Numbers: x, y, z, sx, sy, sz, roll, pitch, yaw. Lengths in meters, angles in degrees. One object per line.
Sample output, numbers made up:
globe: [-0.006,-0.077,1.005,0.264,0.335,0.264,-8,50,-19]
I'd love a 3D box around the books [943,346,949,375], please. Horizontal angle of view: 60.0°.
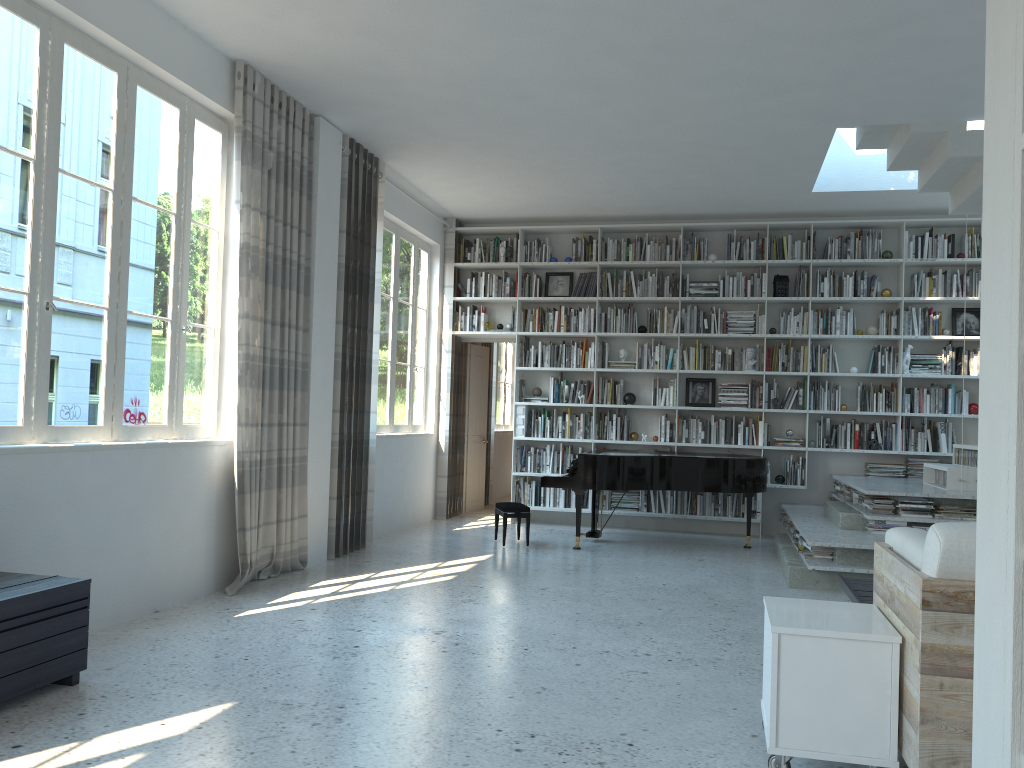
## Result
books: [4.184,-0.217,8.551,0.012,0.285,0.159,2,-2,13]

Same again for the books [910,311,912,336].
books: [3.867,-0.574,8.625,0.011,0.248,0.155,2,-2,13]

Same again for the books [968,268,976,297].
books: [4.401,-0.952,8.496,0.022,0.294,0.181,2,-2,13]

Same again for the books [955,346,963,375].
books: [4.278,-0.213,8.513,0.059,0.282,0.167,1,-2,13]

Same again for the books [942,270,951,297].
books: [4.163,-0.944,8.517,0.032,0.265,0.245,2,-2,13]

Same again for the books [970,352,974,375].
books: [4.395,-0.186,8.508,0.028,0.235,0.129,2,-2,13]

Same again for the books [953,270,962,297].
books: [4.294,-0.948,8.543,0.048,0.283,0.162,2,-2,13]

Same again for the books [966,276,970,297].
books: [4.354,-0.915,8.511,0.031,0.217,0.165,2,-2,13]

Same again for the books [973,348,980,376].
books: [4.437,-0.205,8.467,0.021,0.271,0.191,2,-2,13]

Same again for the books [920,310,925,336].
books: [3.977,-0.581,8.622,0.043,0.269,0.131,2,-2,13]

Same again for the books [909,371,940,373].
books: [3.984,-0.109,8.585,0.254,0.012,0.161,1,-2,9]

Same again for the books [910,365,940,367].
books: [3.987,-0.170,8.584,0.254,0.012,0.161,2,-2,8]

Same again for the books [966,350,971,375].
books: [4.367,-0.195,8.516,0.031,0.250,0.133,2,-2,13]

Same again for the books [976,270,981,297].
books: [4.454,-0.940,8.485,0.036,0.272,0.177,2,-2,13]

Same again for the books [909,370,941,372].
books: [3.984,-0.122,8.583,0.285,0.012,0.159,1,-2,18]

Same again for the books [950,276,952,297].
books: [4.218,-0.919,8.562,0.013,0.221,0.145,2,-2,13]

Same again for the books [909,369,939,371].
books: [3.985,-0.134,8.586,0.254,0.012,0.161,1,-2,17]

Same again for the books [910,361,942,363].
books: [3.991,-0.206,8.589,0.285,0.012,0.159,1,-2,10]

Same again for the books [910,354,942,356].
books: [3.994,-0.278,8.593,0.285,0.012,0.159,1,-2,15]

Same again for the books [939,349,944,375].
books: [4.139,-0.203,8.551,0.012,0.254,0.161,2,-2,13]

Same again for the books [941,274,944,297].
books: [4.147,-0.929,8.574,0.025,0.238,0.143,2,-2,13]

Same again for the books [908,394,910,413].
books: [3.836,0.193,8.605,0.022,0.184,0.162,2,-2,13]

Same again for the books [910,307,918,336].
books: [3.906,-0.594,8.622,0.065,0.289,0.146,1,-2,13]

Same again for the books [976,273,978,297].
books: [4.433,-0.928,8.499,0.011,0.249,0.152,2,-2,13]

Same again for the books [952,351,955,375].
books: [4.220,-0.192,8.522,0.030,0.236,0.179,2,-2,13]

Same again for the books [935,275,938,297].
books: [4.101,-0.929,8.596,0.024,0.236,0.146,2,-2,13]

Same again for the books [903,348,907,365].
books: [3.830,-0.216,8.636,0.028,0.267,0.138,2,-2,13]

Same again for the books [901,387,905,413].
books: [3.802,0.157,8.628,0.012,0.254,0.161,2,-2,13]

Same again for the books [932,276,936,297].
books: [4.071,-0.924,8.589,0.030,0.224,0.158,2,-2,13]

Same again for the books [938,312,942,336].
books: [4.113,-0.567,8.556,0.026,0.243,0.178,2,-2,13]

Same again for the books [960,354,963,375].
books: [4.317,-0.210,8.532,0.010,0.278,0.129,2,-2,13]

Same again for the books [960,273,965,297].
books: [4.318,-0.927,8.512,0.014,0.240,0.189,2,-2,13]

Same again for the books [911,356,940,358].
books: [3.993,-0.254,8.592,0.254,0.012,0.161,1,-2,15]

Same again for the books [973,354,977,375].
books: [4.419,-0.175,8.495,0.025,0.213,0.155,2,-2,13]

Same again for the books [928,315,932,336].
books: [4.026,-0.551,8.572,0.013,0.207,0.189,2,-2,13]

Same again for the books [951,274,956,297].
books: [4.233,-0.924,8.529,0.030,0.230,0.187,2,-2,13]

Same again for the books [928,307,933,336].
books: [4.043,-0.589,8.580,0.014,0.285,0.175,2,-2,13]

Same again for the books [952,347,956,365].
books: [4.245,-0.213,8.534,0.013,0.280,0.131,2,-2,13]

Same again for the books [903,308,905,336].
books: [3.807,-0.593,8.655,0.031,0.284,0.137,2,-2,13]

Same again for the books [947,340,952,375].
books: [4.200,-0.244,8.520,0.010,0.339,0.180,2,-2,13]

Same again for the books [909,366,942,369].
books: [3.988,-0.158,8.591,0.285,0.012,0.159,1,-2,11]

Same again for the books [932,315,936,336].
books: [4.066,-0.552,8.578,0.033,0.213,0.152,2,-2,13]

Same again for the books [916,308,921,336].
books: [3.948,-0.590,8.619,0.012,0.285,0.159,2,-2,13]

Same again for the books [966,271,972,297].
books: [4.382,-0.937,8.514,0.023,0.263,0.156,2,-2,13]

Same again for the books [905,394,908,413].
books: [3.815,0.191,8.612,0.023,0.186,0.159,2,-2,13]

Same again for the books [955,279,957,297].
books: [4.270,-0.905,8.567,0.027,0.196,0.130,2,-2,13]

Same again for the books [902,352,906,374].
books: [3.796,-0.195,8.612,0.027,0.221,0.184,2,-2,13]

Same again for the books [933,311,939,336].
books: [4.092,-0.572,8.572,0.021,0.253,0.167,2,-2,13]

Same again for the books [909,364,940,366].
books: [3.990,-0.182,8.595,0.254,0.012,0.161,1,-2,13]

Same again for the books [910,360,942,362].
books: [3.992,-0.218,8.591,0.285,0.012,0.159,1,-2,15]

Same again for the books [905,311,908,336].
books: [3.837,-0.577,8.655,0.030,0.253,0.128,2,-2,13]

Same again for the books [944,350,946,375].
books: [4.160,-0.198,8.564,0.023,0.247,0.138,2,-2,13]

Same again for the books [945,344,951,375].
books: [4.189,-0.225,8.523,0.011,0.300,0.184,2,-2,13]

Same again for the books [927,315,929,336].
books: [4.017,-0.580,8.602,0.020,0.267,0.152,2,-2,13]

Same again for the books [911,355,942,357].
books: [3.994,-0.266,8.593,0.285,0.012,0.159,1,-2,11]

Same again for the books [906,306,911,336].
books: [3.857,-0.600,8.638,0.015,0.300,0.140,2,-2,13]

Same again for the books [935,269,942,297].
books: [4.121,-0.955,8.571,0.026,0.288,0.156,2,-2,13]

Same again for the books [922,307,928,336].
books: [3.999,-0.591,8.593,0.012,0.287,0.176,2,-2,13]

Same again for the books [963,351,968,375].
books: [4.332,-0.192,8.506,0.031,0.242,0.147,2,-2,13]

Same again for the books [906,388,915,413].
books: [3.862,0.163,8.597,0.047,0.244,0.177,2,-2,13]
